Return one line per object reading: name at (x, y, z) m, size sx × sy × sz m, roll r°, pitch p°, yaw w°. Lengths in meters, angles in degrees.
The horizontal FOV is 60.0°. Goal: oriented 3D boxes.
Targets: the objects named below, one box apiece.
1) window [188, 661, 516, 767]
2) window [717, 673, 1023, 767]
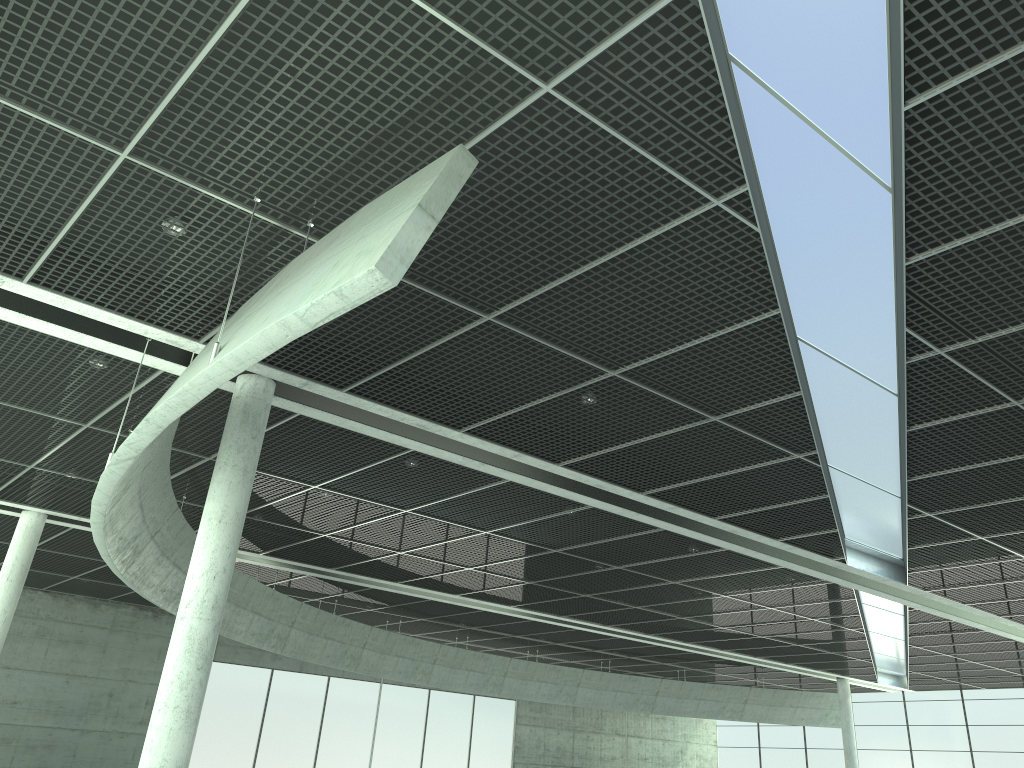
window at (-12.525, 35.670, 80.233) m, size 33.498 × 10.665 × 0.159 m, roll 24°, pitch -32°, yaw -35°
window at (20.231, 18.392, 46.911) m, size 100.696 × 16.085 × 99.625 m, roll 24°, pitch -33°, yaw -35°
